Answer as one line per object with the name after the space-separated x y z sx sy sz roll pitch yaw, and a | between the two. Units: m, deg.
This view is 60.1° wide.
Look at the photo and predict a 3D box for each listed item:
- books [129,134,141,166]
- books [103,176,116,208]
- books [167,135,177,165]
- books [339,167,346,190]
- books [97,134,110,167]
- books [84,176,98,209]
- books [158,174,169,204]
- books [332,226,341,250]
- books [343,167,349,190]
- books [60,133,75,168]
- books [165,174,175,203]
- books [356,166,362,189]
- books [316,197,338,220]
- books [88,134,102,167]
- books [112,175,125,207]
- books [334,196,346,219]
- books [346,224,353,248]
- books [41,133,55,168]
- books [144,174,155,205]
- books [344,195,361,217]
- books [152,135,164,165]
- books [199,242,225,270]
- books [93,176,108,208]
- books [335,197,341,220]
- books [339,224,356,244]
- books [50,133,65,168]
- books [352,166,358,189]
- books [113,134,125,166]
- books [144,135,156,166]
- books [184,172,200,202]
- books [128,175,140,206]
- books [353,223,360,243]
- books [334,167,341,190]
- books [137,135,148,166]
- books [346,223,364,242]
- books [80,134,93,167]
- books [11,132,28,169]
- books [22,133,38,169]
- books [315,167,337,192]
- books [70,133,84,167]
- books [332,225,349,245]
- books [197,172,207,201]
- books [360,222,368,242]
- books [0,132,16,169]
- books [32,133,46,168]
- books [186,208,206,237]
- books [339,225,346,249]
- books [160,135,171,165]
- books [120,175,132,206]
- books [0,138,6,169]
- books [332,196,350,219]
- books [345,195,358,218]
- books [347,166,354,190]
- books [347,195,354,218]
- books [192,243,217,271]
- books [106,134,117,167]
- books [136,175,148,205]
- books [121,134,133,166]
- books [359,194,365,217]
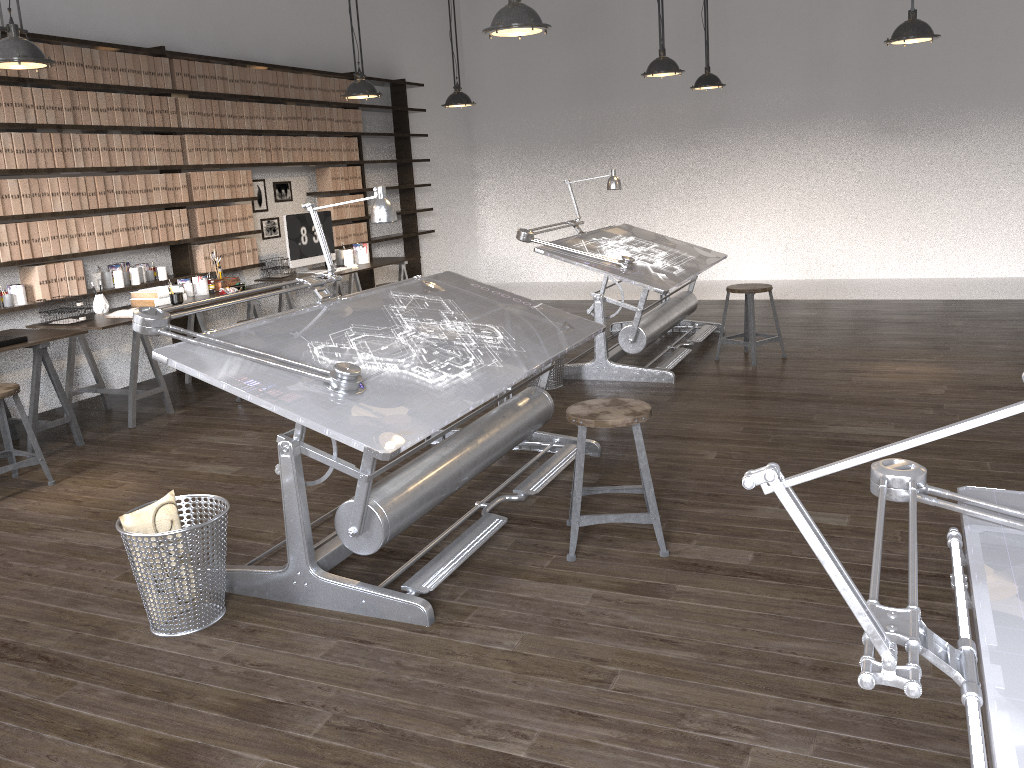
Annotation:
-2.724 -1.641 6.255 0.174 0.223 0.067 2 12 24 | books
-2.816 -1.308 6.067 0.174 0.223 0.067 2 12 24 | books
-2.585 -1.722 6.560 0.174 0.223 0.067 2 12 24 | books
-1.702 -1.971 8.522 0.174 0.223 0.067 2 12 24 | books
-2.829 -1.575 6.009 0.174 0.224 0.067 2 12 24 | books
-2.876 -1.272 5.934 0.174 0.223 0.067 2 12 24 | books
-2.618 -1.421 6.491 0.174 0.224 0.067 2 12 24 | books
-1.737 -1.395 8.478 0.174 0.223 0.067 2 12 24 | books
-1.678 -1.988 8.588 0.174 0.223 0.067 2 12 24 | books
-2.949 -1.509 5.761 0.174 0.223 0.067 2 12 24 | books
-2.594 -1.438 6.556 0.174 0.223 0.067 2 12 24 | books
-1.585 -2.042 8.788 0.174 0.223 0.067 2 12 24 | books
-1.756 -1.660 8.412 0.174 0.224 0.067 2 12 24 | books
-2.862 -1.560 5.952 0.174 0.223 0.067 2 12 24 | books
-2.783 -1.324 6.129 0.174 0.223 0.067 2 12 24 | books
-1.705 -1.694 8.539 0.174 0.223 0.067 2 12 24 | books
-1.654 -1.442 8.653 0.174 0.223 0.067 2 12 24 | books
-3.009 -1.473 5.628 0.174 0.223 0.067 2 12 24 | books
-2.674 -1.390 6.377 0.174 0.223 0.067 2 12 24 | books
-1.593 -1.759 8.781 0.174 0.223 0.067 2 12 24 | books
-2.634 -1.691 6.443 0.174 0.223 0.067 2 12 24 | books
-2.383 -1.008 7.030 0.174 0.224 0.067 2 12 24 | books
-2.841 -1.289 5.998 0.174 0.224 0.067 2 12 24 | books
-1.732 -1.677 8.476 0.174 0.223 0.067 2 12 24 | books
-1.626 -1.458 8.712 0.174 0.224 0.067 2 12 24 | books
-2.974 -1.491 5.692 0.174 0.224 0.067 2 12 24 | books
-1.618 -2.023 8.721 0.174 0.223 0.067 2 12 24 | books
-2.780 -1.606 6.127 0.174 0.223 0.067 2 12 24 | books
-2.666 -1.674 6.379 0.174 0.223 0.067 2 12 24 | books
-2.491 -1.506 6.787 0.174 0.223 0.067 2 12 24 | books
-2.729 -1.358 6.257 0.174 0.223 0.067 2 12 24 | books
-1.601 -1.475 8.777 0.174 0.223 0.067 2 12 24 | books
-1.735 -1.954 8.461 0.174 0.223 0.067 2 12 24 | books
-2.698 -1.658 6.318 0.174 0.223 0.067 2 12 24 | books
-1.575 -1.492 8.840 0.174 0.223 0.067 2 12 24 | books
-2.891 -1.543 5.888 0.174 0.223 0.067 2 12 24 | books
-3.084 -1.425 5.446 0.174 0.223 0.067 2 12 24 | books
-3.054 -1.442 5.510 0.174 0.224 0.067 2 12 24 | books
-1.763 -1.937 8.397 0.174 0.223 0.067 2 12 24 | books
-2.916 -1.525 5.823 0.174 0.223 0.067 2 12 24 | books
-1.681 -1.427 8.598 0.174 0.223 0.067 2 12 24 | books
-2.461 -1.523 6.848 0.174 0.223 0.067 2 12 24 | books
-1.542 -1.507 8.895 0.174 0.224 0.067 2 12 24 | books
-3.116 -1.407 5.382 0.174 0.223 0.067 2 12 24 | books
-3.033 -1.457 5.569 0.174 0.223 0.067 2 12 24 | books
-2.466 -1.243 6.852 0.174 0.223 0.067 2 12 24 | books
-1.704 -1.411 8.536 0.174 0.224 0.067 2 12 24 | books
-2.607 -1.707 6.502 0.174 0.224 0.067 2 12 24 | books
-2.758 -1.341 6.194 0.174 0.223 0.067 2 12 24 | books
-3.148 -1.391 5.321 0.174 0.223 0.067 2 12 24 | books
-1.674 -1.711 8.600 0.174 0.223 0.067 2 12 24 | books
-1.614 -1.744 8.723 0.174 0.224 0.067 2 12 24 | books
-1.643 -2.006 8.653 0.174 0.224 0.067 2 12 24 | books
-1.641 -1.728 8.664 0.174 0.223 0.067 2 12 24 | books
-2.412 -0.991 6.966 0.174 0.223 0.067 2 12 24 | books
-2.807 -1.592 6.071 0.174 0.223 0.067 2 12 24 | books
-2.696 -1.374 6.315 0.174 0.224 0.067 2 12 24 | books
-2.749 -1.624 6.191 0.174 0.224 0.067 2 12 24 | books
-1.565 -1.776 8.845 0.174 0.223 0.067 2 12 24 | books
